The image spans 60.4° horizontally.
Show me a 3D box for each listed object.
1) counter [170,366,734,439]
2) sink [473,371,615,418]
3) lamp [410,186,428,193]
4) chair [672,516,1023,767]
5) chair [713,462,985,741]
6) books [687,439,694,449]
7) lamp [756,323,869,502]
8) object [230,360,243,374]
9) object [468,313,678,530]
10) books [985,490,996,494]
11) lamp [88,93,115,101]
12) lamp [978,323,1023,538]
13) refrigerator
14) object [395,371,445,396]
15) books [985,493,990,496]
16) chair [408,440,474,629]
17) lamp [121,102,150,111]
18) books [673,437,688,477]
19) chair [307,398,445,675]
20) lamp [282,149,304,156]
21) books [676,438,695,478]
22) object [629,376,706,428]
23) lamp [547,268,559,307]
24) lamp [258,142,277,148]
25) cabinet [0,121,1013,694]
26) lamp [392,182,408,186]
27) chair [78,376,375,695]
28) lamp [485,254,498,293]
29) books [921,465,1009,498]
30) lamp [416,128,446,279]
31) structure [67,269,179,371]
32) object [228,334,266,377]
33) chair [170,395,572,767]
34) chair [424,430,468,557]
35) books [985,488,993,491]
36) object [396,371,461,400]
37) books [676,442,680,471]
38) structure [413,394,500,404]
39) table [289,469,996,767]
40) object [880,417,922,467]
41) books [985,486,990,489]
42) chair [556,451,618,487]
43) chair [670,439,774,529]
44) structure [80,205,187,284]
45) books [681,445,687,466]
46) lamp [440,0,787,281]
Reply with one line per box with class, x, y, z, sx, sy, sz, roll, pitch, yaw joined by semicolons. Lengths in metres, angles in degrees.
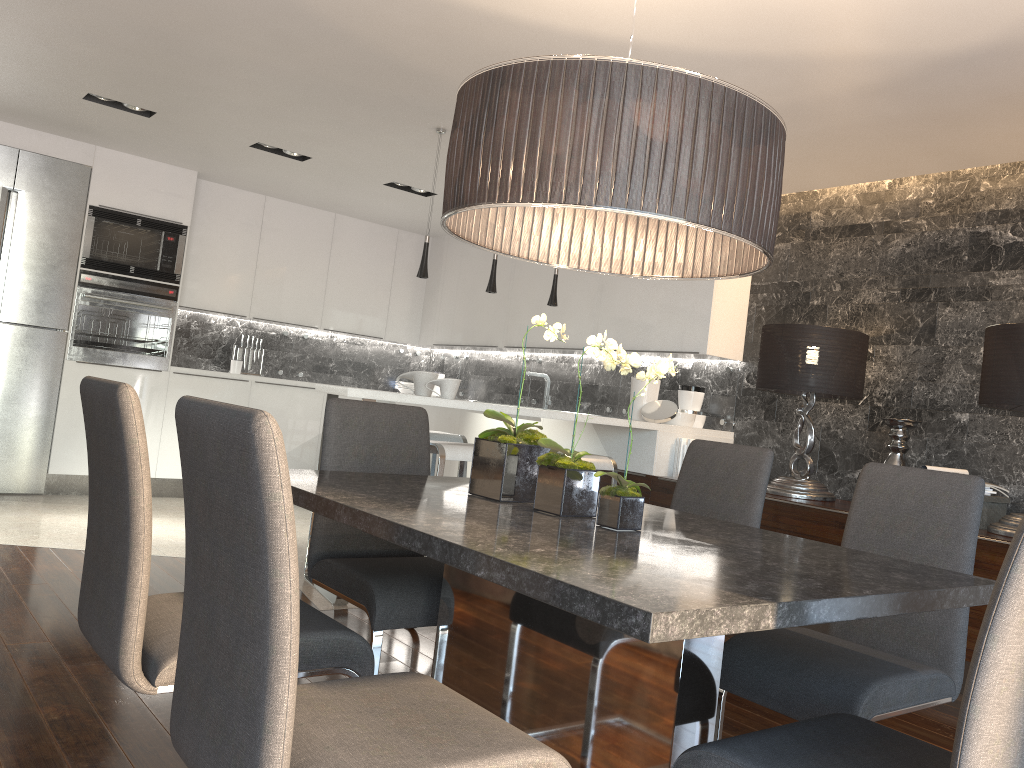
counter;-0.803;0.088;6.387;2.836;0.041;3.815;8;-2;-38
sink;0.228;0.174;6.753;0.536;0.521;1.091;8;-2;-38
lamp;-0.670;-1.470;6.556;0.170;0.077;0.183;6;-2;23
chair;0.611;0.635;1.429;0.450;0.965;0.541;9;-3;-38
chair;0.871;0.685;2.266;0.602;0.965;0.405;9;-3;-38
books;1.128;0.463;5.371;0.185;0.243;0.022;9;-3;-39
lamp;1.660;0.166;4.960;0.561;0.934;0.624;5;-3;42
object;-2.278;-0.143;7.267;0.090;0.117;0.093;6;-2;11
object;0.178;0.069;2.214;0.327;0.501;0.543;9;-3;-42
books;2.144;0.502;4.290;0.321;0.011;0.251;7;-1;-2
lamp;-2.397;-1.707;5.166;0.186;0.077;0.167;8;-2;-38
lamp;2.416;0.231;3.975;0.607;0.934;0.578;7;-2;-12
refrigerator;-3.650;-0.445;6.134;0.919;2.345;0.553;9;-3;-38
object;-0.885;-0.014;8.293;0.372;0.234;0.525;8;-2;-28
books;2.128;0.511;4.294;0.315;0.011;0.256;6;-1;8
chair;-0.318;0.673;4.059;0.443;0.801;0.408;9;-3;-38
lamp;-2.250;-1.686;5.284;0.168;0.077;0.185;6;-2;35
books;1.073;0.458;5.434;0.184;0.244;0.018;9;-3;-39
chair;-0.348;0.553;2.723;0.450;0.965;0.541;9;-3;-38
lamp;-1.459;-1.578;5.922;0.168;0.077;0.185;6;-2;35
books;1.084;0.458;5.391;0.184;0.244;0.018;9;-3;-39
object;1.063;0.119;5.697;0.601;0.298;0.396;8;-2;-27
lamp;0.304;-0.909;5.543;0.061;0.846;0.055;9;-3;-38
lamp;-1.606;-1.598;5.803;0.186;0.077;0.167;8;-2;-38
cabinet;-0.657;-0.208;4.738;4.685;2.503;6.552;8;-2;-38
lamp;-0.817;-1.490;6.437;0.169;0.077;0.184;6;-2;28
chair;-0.642;0.499;1.899;0.602;0.965;0.405;9;-3;-38
lamp;-0.074;-0.960;5.240;0.061;0.846;0.055;9;-3;-38
books;2.203;0.474;4.285;0.337;0.109;0.260;8;-2;-28
lamp;-0.451;-1.012;4.936;0.061;0.846;0.055;9;-3;-38
structure;-2.984;-0.467;6.642;0.700;0.651;0.615;8;-3;-38
object;-2.219;-0.243;7.410;0.306;0.336;0.057;8;-3;-35
chair;-0.240;0.533;1.372;0.602;0.965;0.405;9;-3;-38
chair;-0.540;0.672;5.118;0.443;0.801;0.408;9;-3;-38
books;2.134;0.490;4.304;0.321;0.011;0.251;7;-1;-2
object;-0.437;0.001;4.660;0.198;0.133;0.415;8;-2;-37
books;1.089;0.460;5.421;0.185;0.243;0.022;9;-3;-39
structure;-0.474;0.131;7.666;0.597;0.011;0.590;8;-2;-38
table;0.101;0.694;2.069;1.096;0.761;1.517;8;-2;-38
object;1.985;0.422;4.542;0.204;0.486;0.212;7;-3;10
books;2.128;0.479;4.309;0.318;0.011;0.253;7;-1;3
chair;0.258;0.751;4.522;0.443;0.801;0.408;9;-3;-38
chair;0.469;0.651;2.793;0.602;0.965;0.405;9;-3;-38
structure;-2.943;-1.031;6.703;0.695;0.450;0.580;8;-2;-38
books;1.095;0.478;5.374;0.163;0.205;0.019;9;-3;-39
lamp;0.296;-0.875;2.162;0.828;1.104;0.780;7;-2;-14
